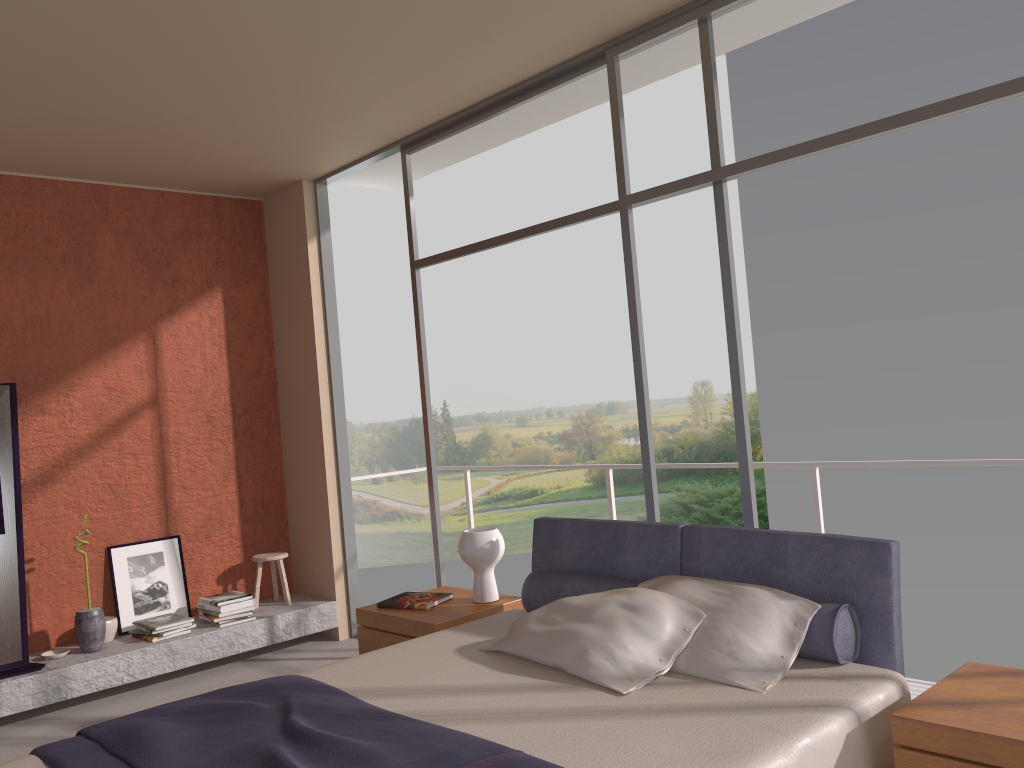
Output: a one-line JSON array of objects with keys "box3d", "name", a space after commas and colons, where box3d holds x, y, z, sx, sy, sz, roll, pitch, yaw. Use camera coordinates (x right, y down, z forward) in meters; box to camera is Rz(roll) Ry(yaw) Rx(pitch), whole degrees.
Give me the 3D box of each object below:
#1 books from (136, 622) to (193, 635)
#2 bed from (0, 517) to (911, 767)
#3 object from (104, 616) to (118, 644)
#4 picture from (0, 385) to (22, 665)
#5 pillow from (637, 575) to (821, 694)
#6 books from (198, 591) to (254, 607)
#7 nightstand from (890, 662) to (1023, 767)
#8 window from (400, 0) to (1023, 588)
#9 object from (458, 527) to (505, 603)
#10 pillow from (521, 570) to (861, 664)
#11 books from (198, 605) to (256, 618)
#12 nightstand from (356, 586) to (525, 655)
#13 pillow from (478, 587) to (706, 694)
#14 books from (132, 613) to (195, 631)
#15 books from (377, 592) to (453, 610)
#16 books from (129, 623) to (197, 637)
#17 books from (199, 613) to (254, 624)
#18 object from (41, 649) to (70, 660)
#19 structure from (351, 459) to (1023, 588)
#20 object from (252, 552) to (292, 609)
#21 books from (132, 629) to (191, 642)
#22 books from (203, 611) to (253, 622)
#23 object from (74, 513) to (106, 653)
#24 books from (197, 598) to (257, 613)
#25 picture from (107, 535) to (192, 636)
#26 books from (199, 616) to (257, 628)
[{"box3d": [-2.135, 1.481, 5.445, 0.247, 0.025, 0.287, -4, -2, -41], "name": "books"}, {"box3d": [-0.147, 1.090, 2.701, 2.462, 0.959, 2.017, -4, -2, -43], "name": "bed"}, {"box3d": [-2.486, 1.499, 5.378, 0.179, 0.137, 0.180, -4, -2, -30], "name": "object"}, {"box3d": [-3.123, 0.775, 4.507, 1.129, 1.496, 0.126, -4, -2, -43], "name": "picture"}, {"box3d": [0.638, 0.844, 3.063, 0.400, 0.265, 0.791, -4, -2, -40], "name": "pillow"}, {"box3d": [-1.842, 1.381, 5.706, 0.247, 0.025, 0.287, -4, -2, -43], "name": "books"}, {"box3d": [1.465, 1.137, 2.360, 0.562, 0.556, 0.628, -4, -2, -43], "name": "nightstand"}, {"box3d": [1.511, -0.130, 3.213, 0.075, 3.133, 6.106, -4, -2, -43], "name": "window"}, {"box3d": [-0.139, 0.870, 4.263, 0.224, 0.338, 0.224, -4, -2, -31], "name": "object"}, {"box3d": [0.601, 0.865, 3.399, 0.205, 0.201, 1.470, -4, -2, -43], "name": "pillow"}, {"box3d": [-1.832, 1.444, 5.701, 0.247, 0.027, 0.328, -4, -2, -41], "name": "books"}, {"box3d": [-0.325, 1.338, 4.291, 0.562, 0.556, 0.628, -4, -2, -43], "name": "nightstand"}, {"box3d": [0.262, 0.889, 3.199, 0.431, 0.264, 0.869, -4, -2, -35], "name": "pillow"}, {"box3d": [-2.141, 1.460, 5.449, 0.328, 0.018, 0.247, -6, -2, 44], "name": "books"}, {"box3d": [-0.471, 1.060, 4.338, 0.287, 0.025, 0.247, -6, -2, 28], "name": "books"}, {"box3d": [-2.145, 1.504, 5.453, 0.328, 0.018, 0.247, -6, -2, 32], "name": "books"}, {"box3d": [-1.832, 1.493, 5.704, 0.247, 0.018, 0.287, -4, -2, -43], "name": "books"}, {"box3d": [-2.620, 1.560, 5.091, 0.152, 0.040, 0.152, -5, -1, -8], "name": "object"}, {"box3d": [1.756, 0.847, 3.604, 0.728, 1.005, 7.689, -4, -2, -43], "name": "structure"}, {"box3d": [-1.634, 1.342, 6.086, 0.260, 0.349, 0.257, -5, -1, 16], "name": "object"}, {"box3d": [-2.147, 1.527, 5.438, 0.287, 0.025, 0.247, -6, -2, 44], "name": "books"}, {"box3d": [-1.820, 1.470, 5.684, 0.247, 0.025, 0.287, -4, -2, -32], "name": "books"}, {"box3d": [-2.484, 1.156, 5.183, 0.165, 0.810, 0.165, -4, -2, -20], "name": "object"}, {"box3d": [-1.835, 1.412, 5.701, 0.319, 0.038, 0.247, -6, -2, 44], "name": "books"}, {"box3d": [-2.321, 1.282, 5.694, 0.458, 0.550, 0.117, -4, -2, -43], "name": "picture"}, {"box3d": [-1.827, 1.511, 5.699, 0.247, 0.018, 0.328, -4, -2, -41], "name": "books"}]
